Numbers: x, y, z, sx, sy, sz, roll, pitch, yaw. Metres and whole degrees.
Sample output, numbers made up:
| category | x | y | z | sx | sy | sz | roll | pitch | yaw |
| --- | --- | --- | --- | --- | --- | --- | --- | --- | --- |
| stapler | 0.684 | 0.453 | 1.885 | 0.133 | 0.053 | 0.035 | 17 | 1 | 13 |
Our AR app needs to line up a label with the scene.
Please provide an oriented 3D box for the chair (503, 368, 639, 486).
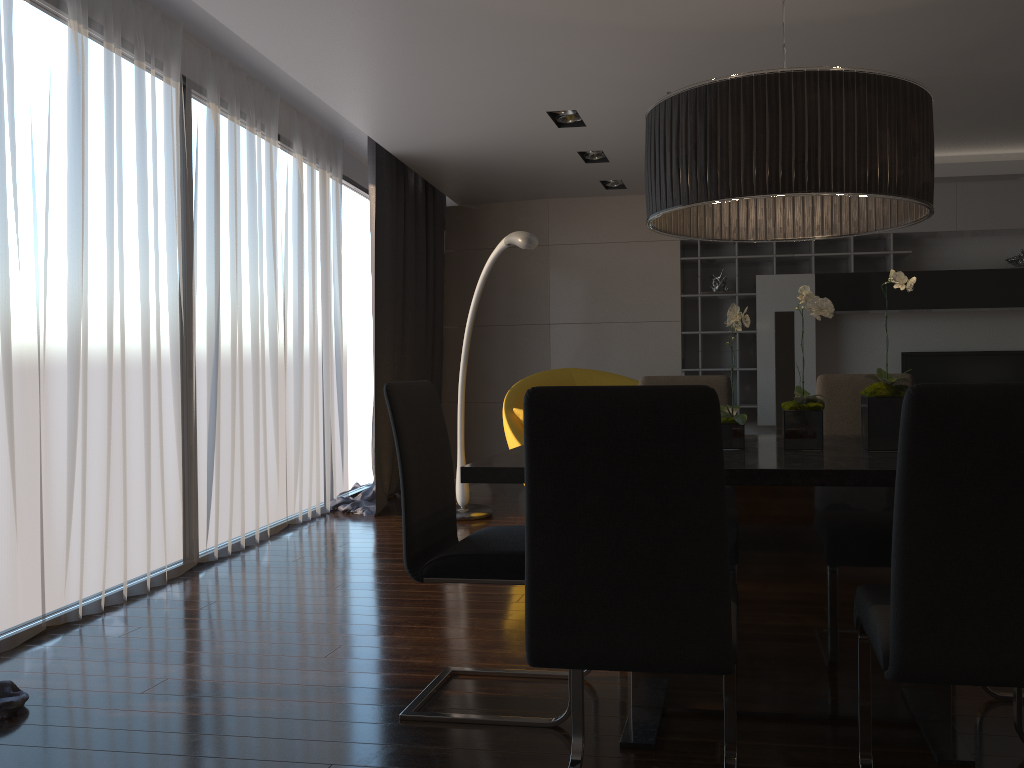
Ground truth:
| category | x | y | z | sx | sy | sz | roll | pitch | yaw |
| --- | --- | --- | --- | --- | --- | --- | --- | --- | --- |
| chair | 0.675 | 0.388 | 5.981 | 1.580 | 1.005 | 1.090 | -1 | 1 | -22 |

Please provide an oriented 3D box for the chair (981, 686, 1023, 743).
| category | x | y | z | sx | sy | sz | roll | pitch | yaw |
| --- | --- | --- | --- | --- | --- | --- | --- | --- | --- |
| chair | 1.599 | 0.457 | 2.395 | 0.561 | 0.964 | 0.436 | -1 | 1 | 11 |

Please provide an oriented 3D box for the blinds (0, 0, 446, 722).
| category | x | y | z | sx | sy | sz | roll | pitch | yaw |
| --- | --- | --- | --- | --- | --- | --- | --- | --- | --- |
| blinds | -1.418 | -0.497 | 4.404 | 0.741 | 2.893 | 7.556 | -1 | 1 | 8 |

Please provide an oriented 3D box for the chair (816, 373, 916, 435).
| category | x | y | z | sx | sy | sz | roll | pitch | yaw |
| --- | --- | --- | --- | --- | --- | --- | --- | --- | --- |
| chair | 1.311 | 0.448 | 3.161 | 0.419 | 0.964 | 0.583 | -1 | 1 | 13 |

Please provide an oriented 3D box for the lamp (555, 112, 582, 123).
| category | x | y | z | sx | sy | sz | roll | pitch | yaw |
| --- | --- | --- | --- | --- | --- | --- | --- | --- | --- |
| lamp | 0.352 | -1.641 | 5.388 | 0.170 | 0.077 | 0.184 | 0 | 1 | 24 |

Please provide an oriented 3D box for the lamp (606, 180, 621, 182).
| category | x | y | z | sx | sy | sz | roll | pitch | yaw |
| --- | --- | --- | --- | --- | --- | --- | --- | --- | --- |
| lamp | 0.807 | -1.675 | 7.119 | 0.169 | 0.077 | 0.185 | 0 | 1 | 31 |

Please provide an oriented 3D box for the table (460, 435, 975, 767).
| category | x | y | z | sx | sy | sz | roll | pitch | yaw |
| --- | --- | --- | --- | --- | --- | --- | --- | --- | --- |
| table | 0.790 | 0.566 | 2.548 | 1.573 | 0.760 | 1.060 | 0 | 1 | 11 |

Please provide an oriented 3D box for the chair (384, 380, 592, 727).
| category | x | y | z | sx | sy | sz | roll | pitch | yaw |
| --- | --- | --- | --- | --- | --- | --- | --- | --- | --- |
| chair | -0.048 | 0.471 | 2.674 | 0.561 | 0.964 | 0.436 | -1 | 1 | 11 |

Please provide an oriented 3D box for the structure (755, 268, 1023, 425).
| category | x | y | z | sx | sy | sz | roll | pitch | yaw |
| --- | --- | --- | --- | --- | --- | --- | --- | --- | --- |
| structure | 3.525 | -0.058 | 7.415 | 2.834 | 1.766 | 0.488 | -1 | 0 | 9 |

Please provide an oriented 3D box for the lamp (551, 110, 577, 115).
| category | x | y | z | sx | sy | sz | roll | pitch | yaw |
| --- | --- | --- | --- | --- | --- | --- | --- | --- | --- |
| lamp | 0.306 | -1.638 | 5.210 | 0.175 | 0.077 | 0.179 | -1 | 1 | 7 |

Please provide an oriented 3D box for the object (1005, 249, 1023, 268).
| category | x | y | z | sx | sy | sz | roll | pitch | yaw |
| --- | --- | --- | --- | --- | --- | --- | --- | --- | --- |
| object | 4.294 | -1.037 | 7.348 | 0.316 | 0.177 | 0.330 | 0 | 1 | 12 |

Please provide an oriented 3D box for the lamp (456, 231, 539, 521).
| category | x | y | z | sx | sy | sz | roll | pitch | yaw |
| --- | --- | --- | --- | --- | --- | --- | --- | --- | --- |
| lamp | -0.340 | -0.001 | 6.818 | 0.591 | 1.779 | 4.164 | -1 | 1 | -6 |

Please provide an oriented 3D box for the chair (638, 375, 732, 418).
| category | x | y | z | sx | sy | sz | roll | pitch | yaw |
| --- | --- | --- | --- | --- | --- | --- | --- | --- | --- |
| chair | 0.630 | 0.454 | 3.266 | 0.419 | 0.964 | 0.583 | -1 | 1 | 13 |

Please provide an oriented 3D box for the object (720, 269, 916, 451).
| category | x | y | z | sx | sy | sz | roll | pitch | yaw |
| --- | --- | --- | --- | --- | --- | --- | --- | --- | --- |
| object | 0.857 | -0.065 | 2.463 | 0.568 | 0.501 | 0.314 | -1 | 1 | 7 |

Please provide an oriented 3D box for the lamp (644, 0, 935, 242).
| category | x | y | z | sx | sy | sz | roll | pitch | yaw |
| --- | --- | --- | --- | --- | --- | --- | --- | --- | --- |
| lamp | 0.778 | -1.015 | 2.521 | 0.762 | 1.102 | 0.847 | 0 | 1 | 36 |

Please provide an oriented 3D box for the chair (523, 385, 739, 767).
| category | x | y | z | sx | sy | sz | roll | pitch | yaw |
| --- | --- | --- | --- | --- | --- | --- | --- | --- | --- |
| chair | 0.277 | 0.480 | 1.921 | 0.419 | 0.964 | 0.583 | -1 | 1 | 13 |

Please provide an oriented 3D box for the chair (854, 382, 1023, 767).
| category | x | y | z | sx | sy | sz | roll | pitch | yaw |
| --- | --- | --- | --- | --- | --- | --- | --- | --- | --- |
| chair | 0.958 | 0.474 | 1.816 | 0.419 | 0.964 | 0.583 | -1 | 1 | 13 |

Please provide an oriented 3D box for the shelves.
| category | x | y | z | sx | sy | sz | roll | pitch | yaw |
| --- | --- | --- | --- | --- | --- | --- | --- | --- | --- |
| shelves | 2.444 | -0.452 | 7.631 | 1.889 | 1.600 | 0.385 | -1 | 0 | 9 |

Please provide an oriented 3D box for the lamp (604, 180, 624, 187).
| category | x | y | z | sx | sy | sz | roll | pitch | yaw |
| --- | --- | --- | --- | --- | --- | --- | --- | --- | --- |
| lamp | 0.854 | -1.678 | 7.298 | 0.170 | 0.077 | 0.184 | 0 | 1 | 24 |

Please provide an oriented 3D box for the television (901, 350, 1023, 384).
| category | x | y | z | sx | sy | sz | roll | pitch | yaw |
| --- | --- | --- | --- | --- | --- | --- | --- | --- | --- |
| television | 3.897 | 0.077 | 7.536 | 1.082 | 0.714 | 0.147 | -1 | 0 | 9 |

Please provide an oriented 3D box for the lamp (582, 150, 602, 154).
| category | x | y | z | sx | sy | sz | roll | pitch | yaw |
| --- | --- | --- | --- | --- | --- | --- | --- | --- | --- |
| lamp | 0.556 | -1.656 | 6.164 | 0.169 | 0.077 | 0.185 | 0 | 1 | 31 |

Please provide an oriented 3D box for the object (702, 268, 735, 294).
| category | x | y | z | sx | sy | sz | roll | pitch | yaw |
| --- | --- | --- | --- | --- | --- | --- | --- | --- | --- |
| object | 1.801 | -0.890 | 7.668 | 0.279 | 0.227 | 0.290 | -1 | 1 | 12 |

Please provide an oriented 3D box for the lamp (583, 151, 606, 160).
| category | x | y | z | sx | sy | sz | roll | pitch | yaw |
| --- | --- | --- | --- | --- | --- | --- | --- | --- | --- |
| lamp | 0.603 | -1.660 | 6.342 | 0.170 | 0.077 | 0.184 | 0 | 1 | 24 |
